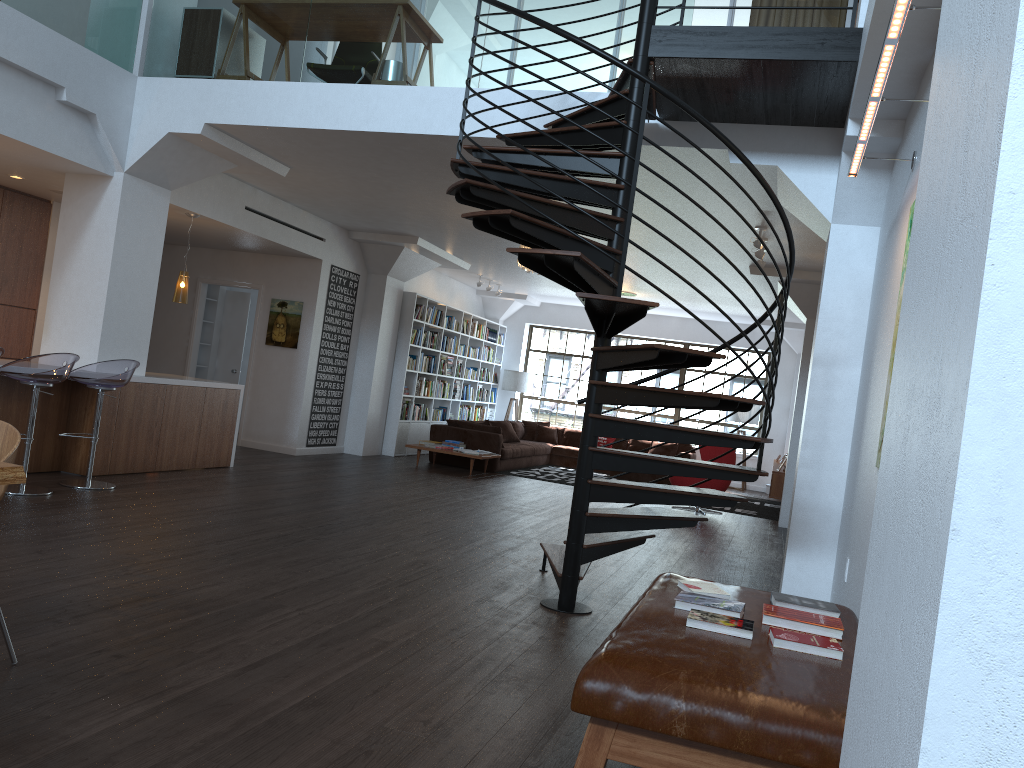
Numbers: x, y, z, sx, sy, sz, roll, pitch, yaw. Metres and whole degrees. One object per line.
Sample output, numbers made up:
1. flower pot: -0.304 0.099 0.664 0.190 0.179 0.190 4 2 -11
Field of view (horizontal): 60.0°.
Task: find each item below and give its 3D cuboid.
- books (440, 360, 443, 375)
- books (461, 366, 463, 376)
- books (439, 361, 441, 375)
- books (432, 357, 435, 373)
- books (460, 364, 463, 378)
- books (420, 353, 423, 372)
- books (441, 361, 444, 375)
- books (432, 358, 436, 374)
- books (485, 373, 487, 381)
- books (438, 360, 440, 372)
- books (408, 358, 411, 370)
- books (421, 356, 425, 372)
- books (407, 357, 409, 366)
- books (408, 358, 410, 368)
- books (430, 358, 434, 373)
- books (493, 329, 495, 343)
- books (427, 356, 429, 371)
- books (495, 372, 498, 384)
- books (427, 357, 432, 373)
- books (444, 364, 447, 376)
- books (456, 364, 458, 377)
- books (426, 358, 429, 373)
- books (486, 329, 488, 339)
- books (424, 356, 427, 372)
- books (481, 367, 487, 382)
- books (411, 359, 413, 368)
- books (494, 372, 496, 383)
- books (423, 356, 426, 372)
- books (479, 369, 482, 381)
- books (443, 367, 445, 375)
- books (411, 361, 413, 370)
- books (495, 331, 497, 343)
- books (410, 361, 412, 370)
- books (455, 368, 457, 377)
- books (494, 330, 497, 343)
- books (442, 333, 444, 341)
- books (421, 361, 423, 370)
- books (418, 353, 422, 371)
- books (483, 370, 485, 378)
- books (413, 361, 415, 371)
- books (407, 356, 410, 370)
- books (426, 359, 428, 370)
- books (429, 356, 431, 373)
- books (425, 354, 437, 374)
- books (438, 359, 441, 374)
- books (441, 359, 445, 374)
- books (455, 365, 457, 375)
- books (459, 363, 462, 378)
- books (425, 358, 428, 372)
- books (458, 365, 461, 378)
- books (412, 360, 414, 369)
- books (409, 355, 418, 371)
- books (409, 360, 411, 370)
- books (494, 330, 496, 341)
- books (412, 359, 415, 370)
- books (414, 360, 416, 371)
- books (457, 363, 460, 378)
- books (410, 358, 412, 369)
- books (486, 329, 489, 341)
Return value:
1. books: -1.215 -0.278 14.339 0.174 0.240 0.054 8 -1 17
2. books: -0.938 -0.235 15.291 0.160 0.251 0.036 8 -1 17
3. books: -1.229 -0.271 14.298 0.161 0.223 0.032 8 -1 17
4. books: -1.325 -0.302 13.987 0.182 0.253 0.034 8 -1 17
5. books: -0.946 -0.234 15.255 0.171 0.246 0.036 8 -1 17
6. books: -1.458 -0.343 13.542 0.176 0.290 0.053 8 -1 17
7. books: -1.190 -0.265 14.411 0.161 0.223 0.032 8 -1 17
8. books: -1.305 -0.299 14.016 0.182 0.253 0.034 8 -1 17
9. books: -0.568 -0.163 16.574 0.168 0.231 0.045 8 -1 17
10. books: -1.262 -0.307 14.236 0.198 0.284 0.049 8 -1 17
11. books: -1.571 -0.305 13.125 0.128 0.178 0.022 8 -1 17
12. books: -1.434 -0.314 13.614 0.174 0.239 0.045 8 -1 17
13. books: -1.600 -0.317 13.035 0.139 0.191 0.036 8 -1 17
14. books: -1.582 -0.318 13.107 0.127 0.200 0.020 8 -1 17
15. books: -1.331 -0.296 13.947 0.174 0.239 0.045 8 -1 17
16. books: -0.420 -0.911 16.680 0.183 0.253 0.042 8 -1 17
17. books: -1.391 -0.313 13.825 0.182 0.253 0.034 8 -1 17
18. books: -0.372 -0.123 17.148 0.182 0.215 0.188 8 -1 17
19. books: -1.360 -0.308 13.851 0.182 0.253 0.034 8 -1 17
20. books: -1.149 -0.249 14.562 0.161 0.207 0.135 8 -1 16
21. books: -1.004 -0.232 15.048 0.161 0.223 0.030 8 -1 17
22. books: -1.390 -0.301 13.787 0.167 0.230 0.037 8 -1 17
23. books: -0.535 -0.915 16.284 0.161 0.223 0.033 8 -1 17
24. books: -1.411 -0.315 13.704 0.159 0.250 0.026 8 -1 17
25. books: -0.568 -0.178 16.529 0.180 0.259 0.042 8 -1 17
26. books: -1.543 -0.297 13.213 0.109 0.171 0.018 8 -1 17
27. books: -0.407 -0.125 17.064 0.167 0.210 0.162 8 -1 17
28. books: -1.422 -0.315 13.664 0.170 0.245 0.057 8 -1 17
29. books: -0.649 -0.173 16.231 0.161 0.223 0.032 8 -1 17
30. books: -1.181 -0.263 14.485 0.161 0.223 0.033 8 -1 17
31. books: -1.534 -0.287 13.228 0.110 0.153 0.019 8 -1 17
32. books: -0.383 -0.905 16.806 0.183 0.253 0.042 8 -1 17
33. books: -1.557 -0.303 13.197 0.128 0.178 0.022 8 -1 17
34. books: -1.019 -0.249 15.023 0.160 0.251 0.029 8 -1 17
35. books: -0.397 -0.907 16.764 0.183 0.253 0.042 8 -1 17
36. books: -1.204 -0.684 14.209 0.176 0.294 0.102 8 -1 17
37. books: -1.451 -0.308 13.581 0.161 0.223 0.027 8 -1 17
38. books: -1.480 -0.343 13.485 0.197 0.283 0.065 8 -1 17
39. books: -0.600 -0.165 16.417 0.161 0.223 0.033 8 -1 17
40. books: -1.511 -0.287 13.289 0.106 0.162 0.032 8 -1 17
41. books: -1.591 -0.318 13.075 0.136 0.196 0.045 8 -1 17
42. books: -1.392 -0.298 13.753 0.161 0.223 0.026 8 -1 17
43. books: -1.367 -0.311 13.903 0.180 0.259 0.060 8 -1 17
44. books: -1.294 -0.316 14.079 0.176 0.294 0.102 8 -1 17
45. books: -1.245 -0.288 14.272 0.160 0.251 0.031 8 -1 17
46. books: -1.191 -0.280 14.450 0.183 0.253 0.042 8 -1 17
47. books: -1.036 -0.268 14.990 0.198 0.284 0.046 8 -1 17
48. books: -0.969 -0.240 15.190 0.183 0.253 0.039 8 -1 17
49. books: -1.398 -0.299 13.727 0.161 0.223 0.027 8 -1 17
50. books: -0.967 -0.226 15.153 0.161 0.223 0.030 8 -1 17
51. books: -1.530 -0.286 13.247 0.110 0.153 0.018 8 -1 17
52. books: -1.505 -0.321 13.351 0.140 0.231 0.042 8 -1 17
53. books: -1.567 -0.304 13.146 0.128 0.178 0.021 8 -1 17
54. books: -0.408 -0.909 16.722 0.183 0.253 0.042 8 -1 17
55. books: -1.525 -0.291 13.265 0.120 0.167 0.020 8 -1 17
56. books: -1.504 -0.289 13.313 0.107 0.167 0.017 8 -1 17
57. books: -0.990 -0.245 15.087 0.174 0.251 0.051 8 -1 17
58. books: -1.565 -0.307 13.173 0.134 0.184 0.030 8 -1 17
59. books: -0.518 -0.913 16.312 0.161 0.223 0.032 8 -1 17
